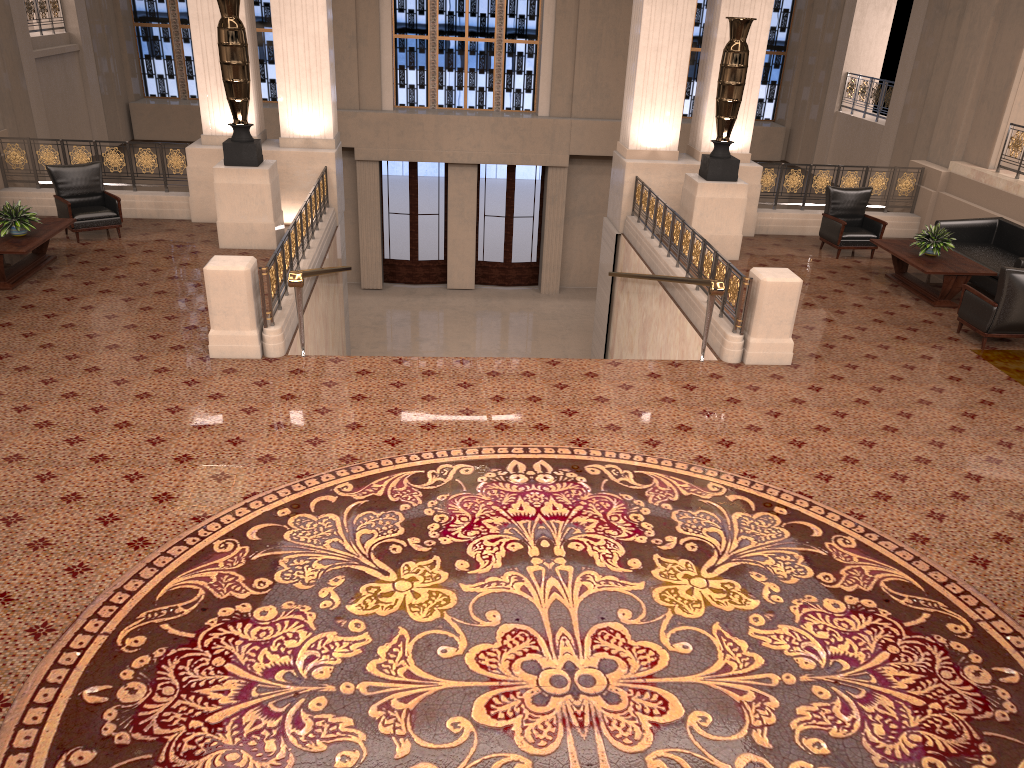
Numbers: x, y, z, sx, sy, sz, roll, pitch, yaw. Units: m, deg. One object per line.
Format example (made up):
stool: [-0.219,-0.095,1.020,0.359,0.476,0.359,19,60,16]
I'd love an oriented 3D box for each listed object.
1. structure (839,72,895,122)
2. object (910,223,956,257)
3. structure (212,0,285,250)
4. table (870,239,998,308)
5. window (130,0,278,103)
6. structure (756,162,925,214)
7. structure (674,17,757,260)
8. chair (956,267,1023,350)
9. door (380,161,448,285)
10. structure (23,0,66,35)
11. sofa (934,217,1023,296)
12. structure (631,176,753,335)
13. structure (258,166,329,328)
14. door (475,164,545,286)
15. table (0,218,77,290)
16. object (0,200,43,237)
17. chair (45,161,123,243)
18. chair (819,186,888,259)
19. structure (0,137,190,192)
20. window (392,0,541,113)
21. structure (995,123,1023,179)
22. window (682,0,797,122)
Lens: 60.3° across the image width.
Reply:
structure: [6.357,-5.109,15.721,0.031,0.701,2.056,0,25,-5]
object: [4.950,-1.702,10.332,0.496,0.395,0.506,15,28,24]
structure: [-3.253,-3.111,10.600,0.700,2.925,0.667,0,28,-5]
table: [4.946,-1.330,10.545,0.839,0.457,1.407,0,25,-5]
window: [-5.956,-8.354,16.934,2.987,5.621,0.066,0,28,-5]
structure: [4.758,-2.870,12.917,2.534,0.687,0.031,1,28,-5]
structure: [2.653,-3.054,11.132,0.700,2.925,0.667,0,28,-5]
chair: [5.009,-0.829,8.919,0.647,0.885,0.684,0,27,-5]
door: [-2.150,-3.537,19.312,1.491,2.858,0.148,0,28,-5]
structure: [-7.592,-5.935,14.097,0.031,0.701,2.056,0,25,-5]
sofa: [5.866,-1.446,10.565,0.875,0.742,1.834,0,25,-5]
structure: [1.904,-1.666,10.185,0.079,0.564,4.710,0,24,-6]
structure: [-2.312,-1.707,9.806,0.079,0.564,4.710,0,24,-5]
door: [-0.069,-3.517,19.499,1.491,2.858,0.148,0,28,-5]
table: [-5.402,-1.431,9.612,0.839,0.457,1.407,0,25,-5]
object: [-5.275,-1.763,9.322,0.496,0.395,0.506,15,28,24]
chair: [-5.306,-2.273,10.993,0.636,0.885,0.696,-18,33,-36]
chair: [4.588,-2.178,11.888,0.647,0.885,0.684,-2,27,-10]
structure: [-5.643,-2.971,11.980,2.534,0.687,0.031,1,28,-5]
window: [-0.873,-8.304,17.392,2.987,5.621,0.066,0,28,-5]
structure: [6.718,-2.435,10.182,0.032,0.655,3.525,0,24,-5]
window: [4.385,-8.253,17.865,2.987,5.621,0.066,0,28,-5]
